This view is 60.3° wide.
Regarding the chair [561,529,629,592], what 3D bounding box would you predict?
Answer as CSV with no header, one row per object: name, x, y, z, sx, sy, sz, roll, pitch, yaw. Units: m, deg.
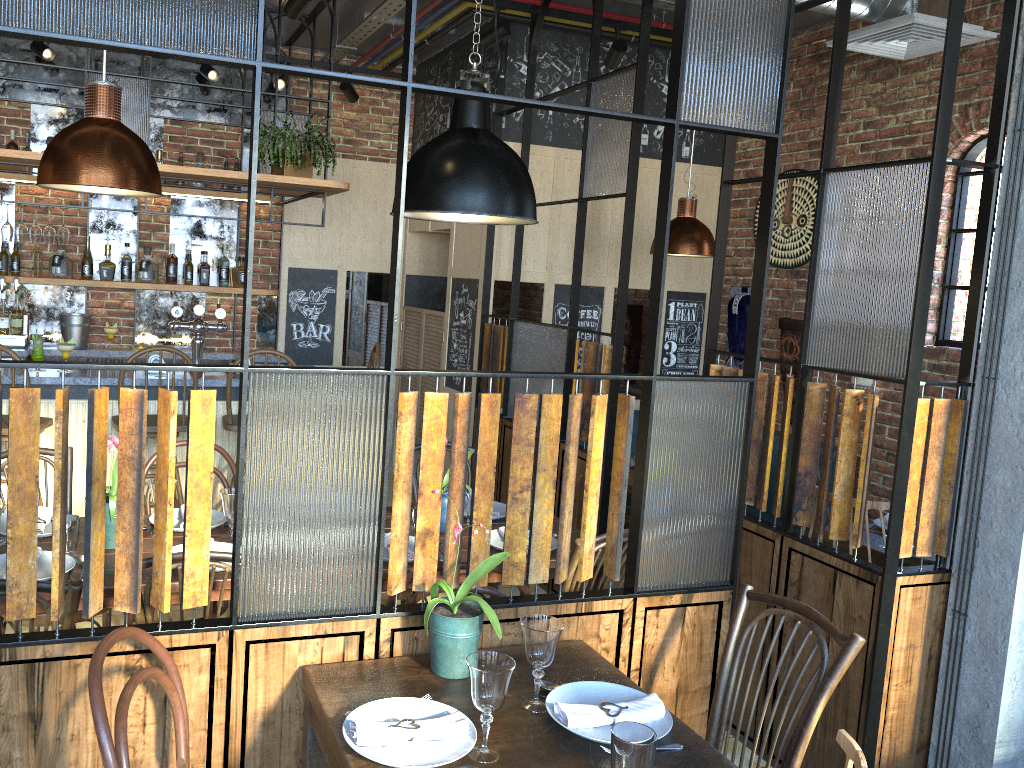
chair,0.137,0.865,2.943,0.387,0.913,0.546,-1,7,-38

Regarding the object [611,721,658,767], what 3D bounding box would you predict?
object,0.220,0.699,1.623,0.081,0.119,0.088,0,7,-33

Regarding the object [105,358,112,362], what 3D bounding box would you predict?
object,-2.435,-0.123,5.313,0.040,0.059,0.044,0,7,-33

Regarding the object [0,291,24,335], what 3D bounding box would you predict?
object,-3.535,-0.499,6.126,0.251,0.302,0.088,2,6,-21

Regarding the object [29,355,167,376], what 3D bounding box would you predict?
object,-2.377,-0.117,5.098,0.743,0.106,0.207,1,7,-21

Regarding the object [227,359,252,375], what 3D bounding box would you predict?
object,-1.665,-0.109,5.462,0.095,0.090,0.169,9,9,42

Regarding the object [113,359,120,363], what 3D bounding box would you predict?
object,-2.389,-0.121,5.321,0.040,0.059,0.044,0,7,-33

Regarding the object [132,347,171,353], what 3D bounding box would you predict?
object,-2.627,-0.254,6.489,0.310,0.019,0.242,2,7,-13

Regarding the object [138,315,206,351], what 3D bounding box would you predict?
object,-2.514,-0.388,6.538,0.475,0.287,0.091,1,6,-20

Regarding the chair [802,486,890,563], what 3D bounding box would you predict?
chair,1.240,0.869,3.168,0.431,1.004,0.561,0,7,-36

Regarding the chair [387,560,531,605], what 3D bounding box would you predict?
chair,-0.201,0.884,2.609,0.434,0.919,0.555,3,6,-7

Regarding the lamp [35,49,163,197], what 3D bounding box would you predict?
lamp,-1.219,-1.255,2.649,0.386,1.332,0.351,9,7,39

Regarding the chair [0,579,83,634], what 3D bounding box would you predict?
chair,-1.281,0.858,2.266,0.394,0.913,0.536,2,6,-19

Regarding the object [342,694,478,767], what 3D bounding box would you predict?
object,-0.198,0.693,1.750,0.262,0.051,0.335,1,7,-20

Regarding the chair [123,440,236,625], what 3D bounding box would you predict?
chair,-1.290,0.721,3.421,0.434,0.919,0.555,3,6,-7

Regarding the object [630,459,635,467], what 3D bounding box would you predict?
object,0.610,0.453,5.251,0.316,0.051,0.278,1,7,-19

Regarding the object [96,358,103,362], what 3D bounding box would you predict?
object,-2.471,-0.122,5.281,0.040,0.059,0.044,0,7,-33

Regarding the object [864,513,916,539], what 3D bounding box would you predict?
object,1.613,0.585,3.603,0.316,0.051,0.278,1,7,-19

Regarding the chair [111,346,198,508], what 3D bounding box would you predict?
chair,-2.003,0.364,4.917,0.418,1.193,0.429,1,7,-29

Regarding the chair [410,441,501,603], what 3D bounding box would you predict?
chair,-0.258,0.743,3.764,0.394,0.913,0.536,2,6,-19

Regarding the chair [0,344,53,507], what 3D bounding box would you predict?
chair,-2.681,0.357,4.625,0.433,1.193,0.415,4,6,-4

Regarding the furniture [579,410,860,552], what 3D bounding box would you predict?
furniture,0.952,0.671,5.419,1.443,0.820,1.493,1,7,-23

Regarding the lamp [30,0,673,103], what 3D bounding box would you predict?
lamp,-1.161,-1.870,3.370,6.995,0.273,6.483,1,7,-23

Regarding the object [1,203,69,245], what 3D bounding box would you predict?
object,-2.752,-0.900,4.947,0.482,0.207,0.068,1,6,-21

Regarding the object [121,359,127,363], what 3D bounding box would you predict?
object,-2.347,-0.121,5.337,0.041,0.059,0.043,3,6,-13

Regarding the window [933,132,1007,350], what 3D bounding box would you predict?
window,1.600,-0.280,0.227,3.593,2.424,8.175,8,8,32

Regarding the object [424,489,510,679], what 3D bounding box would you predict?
object,-0.113,0.471,2.076,0.212,0.426,0.136,5,6,12

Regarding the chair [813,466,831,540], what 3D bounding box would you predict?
chair,1.496,0.841,3.848,0.545,0.913,0.388,8,7,32

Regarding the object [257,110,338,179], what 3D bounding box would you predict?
object,-1.235,-1.402,5.234,0.475,0.369,0.636,-3,9,-45

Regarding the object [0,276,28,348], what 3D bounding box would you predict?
object,-3.529,-0.503,6.112,0.300,0.491,0.212,1,6,-22

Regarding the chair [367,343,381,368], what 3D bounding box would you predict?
chair,-1.085,0.316,5.802,0.404,1.193,0.445,3,6,-14

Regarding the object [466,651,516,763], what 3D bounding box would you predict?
object,-0.048,0.635,1.724,0.102,0.191,0.095,7,6,24

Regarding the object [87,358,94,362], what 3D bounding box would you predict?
object,-2.517,-0.122,5.264,0.040,0.059,0.044,0,7,-33

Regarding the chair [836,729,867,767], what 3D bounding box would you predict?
chair,0.276,1.020,1.398,0.473,1.004,0.511,9,7,38

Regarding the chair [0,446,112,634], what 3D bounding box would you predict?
chair,-1.676,0.724,3.187,0.547,0.913,0.386,9,8,41

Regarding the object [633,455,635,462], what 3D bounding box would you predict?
object,0.770,0.328,4.783,0.192,0.426,0.154,-2,8,-44

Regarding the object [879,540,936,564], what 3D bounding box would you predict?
object,1.560,0.621,3.266,0.262,0.051,0.335,1,7,-20

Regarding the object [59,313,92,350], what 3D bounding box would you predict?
object,-3.119,-0.376,6.291,0.226,0.245,0.209,7,7,28

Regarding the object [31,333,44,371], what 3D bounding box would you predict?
object,-2.704,-0.185,5.026,0.065,0.211,0.072,-1,7,-40

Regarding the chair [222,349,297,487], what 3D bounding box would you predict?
chair,-1.467,0.373,5.120,0.423,1.193,0.425,2,6,-19

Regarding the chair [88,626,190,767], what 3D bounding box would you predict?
chair,-0.557,0.963,1.757,0.550,0.919,0.438,4,6,0

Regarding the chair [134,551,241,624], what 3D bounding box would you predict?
chair,-0.928,0.847,2.542,0.394,0.913,0.536,2,6,-19

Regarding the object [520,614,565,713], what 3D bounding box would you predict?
object,0.059,0.616,1.935,0.103,0.191,0.094,9,8,42

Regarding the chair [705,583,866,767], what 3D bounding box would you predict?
chair,0.458,0.986,2.091,0.502,0.913,0.421,1,7,-28

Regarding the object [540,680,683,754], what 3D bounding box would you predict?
object,0.201,0.698,1.914,0.262,0.051,0.335,1,7,-20

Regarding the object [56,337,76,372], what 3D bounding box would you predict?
object,-2.562,-0.174,5.061,0.107,0.197,0.105,4,6,5

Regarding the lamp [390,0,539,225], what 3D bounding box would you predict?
lamp,-0.122,-1.241,3.061,0.521,1.323,0.538,3,6,-10

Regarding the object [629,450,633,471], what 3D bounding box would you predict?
object,0.648,0.441,5.072,0.088,0.119,0.080,8,7,36

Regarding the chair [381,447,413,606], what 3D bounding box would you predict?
chair,-0.616,0.743,3.576,0.392,0.913,0.540,1,6,-24

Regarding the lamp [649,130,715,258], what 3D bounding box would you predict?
lamp,1.016,-1.388,4.931,0.353,1.332,0.384,1,7,-30

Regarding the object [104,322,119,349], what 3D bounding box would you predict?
object,-2.919,-0.353,6.412,0.107,0.197,0.105,4,6,5
